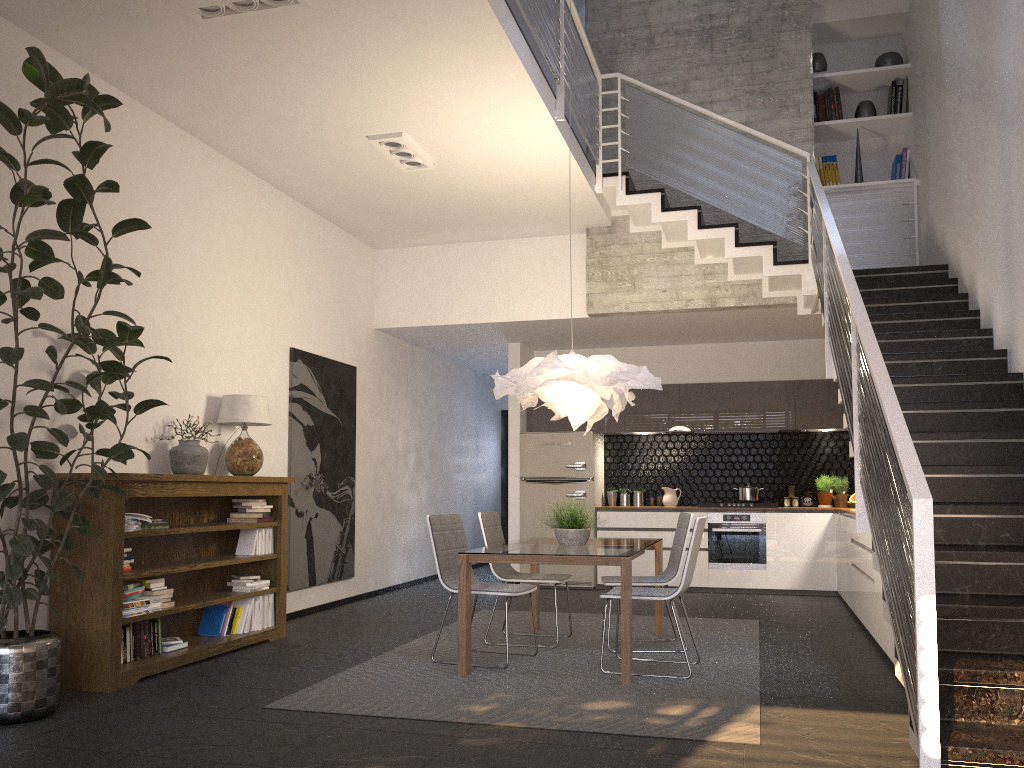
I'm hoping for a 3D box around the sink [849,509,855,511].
[{"bbox_3d":[3.348,1.065,8.016,0.490,0.447,0.726,-1,-6,15],"label":"sink"}]

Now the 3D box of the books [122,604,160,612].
[{"bbox_3d":[-2.202,1.277,5.066,0.219,0.008,0.289,-3,-7,21],"label":"books"}]

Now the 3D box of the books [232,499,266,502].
[{"bbox_3d":[-1.903,0.844,6.413,0.205,0.022,0.156,0,-7,0],"label":"books"}]

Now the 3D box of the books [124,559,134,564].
[{"bbox_3d":[-2.295,1.017,5.050,0.174,0.019,0.245,0,-7,0],"label":"books"}]

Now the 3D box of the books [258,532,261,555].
[{"bbox_3d":[-1.858,1.142,6.345,0.120,0.158,0.016,-1,-4,15],"label":"books"}]

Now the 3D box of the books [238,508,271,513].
[{"bbox_3d":[-1.871,0.914,6.423,0.179,0.029,0.226,4,-8,-32],"label":"books"}]

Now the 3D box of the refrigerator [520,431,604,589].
[{"bbox_3d":[0.565,1.411,9.963,0.829,1.705,0.772,-1,-4,15],"label":"refrigerator"}]

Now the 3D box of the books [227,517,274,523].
[{"bbox_3d":[-1.876,0.974,6.355,0.230,0.034,0.287,-1,-7,8],"label":"books"}]

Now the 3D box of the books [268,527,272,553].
[{"bbox_3d":[-1.822,1.143,6.478,0.136,0.188,0.018,-1,-4,15],"label":"books"}]

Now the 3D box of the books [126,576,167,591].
[{"bbox_3d":[-2.216,1.205,5.357,0.217,0.069,0.158,-3,-7,25],"label":"books"}]

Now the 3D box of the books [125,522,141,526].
[{"bbox_3d":[-2.285,0.802,5.076,0.252,0.011,0.320,0,-7,-3],"label":"books"}]

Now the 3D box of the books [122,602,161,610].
[{"bbox_3d":[-2.198,1.267,5.070,0.219,0.008,0.289,-2,-7,19],"label":"books"}]

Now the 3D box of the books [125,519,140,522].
[{"bbox_3d":[-2.294,0.781,5.078,0.252,0.011,0.320,2,-7,-13],"label":"books"}]

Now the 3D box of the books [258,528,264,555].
[{"bbox_3d":[-1.846,1.129,6.360,0.136,0.188,0.018,-1,-4,15],"label":"books"}]

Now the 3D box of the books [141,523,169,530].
[{"bbox_3d":[-2.210,0.850,5.298,0.179,0.034,0.244,-2,-7,18],"label":"books"}]

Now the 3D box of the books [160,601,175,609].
[{"bbox_3d":[-2.194,1.331,5.339,0.243,0.034,0.180,-2,-7,17],"label":"books"}]

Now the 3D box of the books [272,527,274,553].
[{"bbox_3d":[-1.814,1.146,6.501,0.135,0.189,0.031,-1,-4,15],"label":"books"}]

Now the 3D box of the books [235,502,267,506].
[{"bbox_3d":[-1.896,0.866,6.411,0.175,0.023,0.244,4,-8,-29],"label":"books"}]

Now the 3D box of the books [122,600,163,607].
[{"bbox_3d":[-2.197,1.253,5.074,0.218,0.008,0.306,-2,-7,19],"label":"books"}]

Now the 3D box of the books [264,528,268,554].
[{"bbox_3d":[-1.835,1.137,6.425,0.135,0.188,0.015,-1,-4,15],"label":"books"}]

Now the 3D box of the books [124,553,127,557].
[{"bbox_3d":[-2.293,0.973,5.051,0.147,0.023,0.222,4,-8,-33],"label":"books"}]

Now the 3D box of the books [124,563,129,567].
[{"bbox_3d":[-2.295,1.038,5.054,0.155,0.022,0.206,1,-7,-4],"label":"books"}]

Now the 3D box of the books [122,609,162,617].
[{"bbox_3d":[-2.197,1.303,5.061,0.218,0.007,0.306,-2,-7,20],"label":"books"}]

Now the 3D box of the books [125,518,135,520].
[{"bbox_3d":[-2.298,0.770,5.071,0.252,0.011,0.320,1,-7,-8],"label":"books"}]

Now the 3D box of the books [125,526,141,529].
[{"bbox_3d":[-2.279,0.827,5.101,0.252,0.011,0.320,2,-7,-15],"label":"books"}]

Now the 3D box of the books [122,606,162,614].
[{"bbox_3d":[-2.196,1.287,5.062,0.219,0.013,0.306,-2,-7,20],"label":"books"}]

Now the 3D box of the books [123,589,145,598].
[{"bbox_3d":[-2.260,1.205,5.111,0.175,0.023,0.250,0,-7,1],"label":"books"}]

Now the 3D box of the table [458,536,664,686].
[{"bbox_3d":[0.407,1.422,5.865,0.997,0.711,1.807,-2,-7,15],"label":"table"}]

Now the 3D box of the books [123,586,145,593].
[{"bbox_3d":[-2.275,1.188,5.122,0.192,0.014,0.256,0,-7,4],"label":"books"}]

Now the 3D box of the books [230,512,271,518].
[{"bbox_3d":[0.224,-2.212,7.972,5.400,6.683,0.361,3,-5,-34],"label":"books"}]

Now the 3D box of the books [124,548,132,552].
[{"bbox_3d":[-2.295,0.953,5.059,0.155,0.020,0.206,0,-7,0],"label":"books"}]

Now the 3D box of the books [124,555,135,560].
[{"bbox_3d":[-2.295,0.995,5.043,0.162,0.023,0.232,-2,-7,16],"label":"books"}]

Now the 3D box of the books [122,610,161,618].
[{"bbox_3d":[-2.197,1.310,5.062,0.218,0.008,0.306,-2,-7,15],"label":"books"}]

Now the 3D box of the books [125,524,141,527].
[{"bbox_3d":[-2.283,0.818,5.119,0.253,0.011,0.320,2,-7,-18],"label":"books"}]

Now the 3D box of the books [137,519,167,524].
[{"bbox_3d":[-2.207,0.821,5.290,0.166,0.023,0.228,-2,-7,19],"label":"books"}]

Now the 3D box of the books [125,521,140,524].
[{"bbox_3d":[-2.283,0.793,5.093,0.252,0.011,0.320,2,-7,-13],"label":"books"}]

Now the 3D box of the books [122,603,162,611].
[{"bbox_3d":[-2.200,1.272,5.074,0.218,0.006,0.306,-2,-7,20],"label":"books"}]

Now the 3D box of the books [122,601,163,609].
[{"bbox_3d":[-2.195,1.260,5.073,0.218,0.008,0.306,-2,-7,19],"label":"books"}]

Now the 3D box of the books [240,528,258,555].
[{"bbox_3d":[-1.879,1.126,6.331,0.136,0.188,0.018,-1,-4,15],"label":"books"}]

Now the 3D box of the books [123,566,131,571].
[{"bbox_3d":[-2.300,1.060,5.054,0.158,0.021,0.225,0,-7,0],"label":"books"}]

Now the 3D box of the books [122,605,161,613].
[{"bbox_3d":[-2.202,1.282,5.065,0.219,0.008,0.289,-3,-7,21],"label":"books"}]

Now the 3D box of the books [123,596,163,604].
[{"bbox_3d":[-2.200,1.237,5.078,0.219,0.013,0.306,-2,-7,20],"label":"books"}]

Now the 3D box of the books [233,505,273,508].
[{"bbox_3d":[-1.880,0.890,6.424,0.244,0.019,0.175,-6,-9,40],"label":"books"}]

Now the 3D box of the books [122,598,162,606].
[{"bbox_3d":[-2.201,1.246,5.076,0.218,0.008,0.306,-2,-7,20],"label":"books"}]

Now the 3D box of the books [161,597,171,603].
[{"bbox_3d":[-2.203,1.302,5.337,0.227,0.023,0.167,-2,-7,13],"label":"books"}]

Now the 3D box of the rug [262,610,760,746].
[{"bbox_3d":[0.398,1.772,5.828,2.371,0.006,3.702,-2,-7,15],"label":"rug"}]

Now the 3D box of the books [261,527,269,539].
[{"bbox_3d":[-1.842,1.142,6.464,0.136,0.188,0.018,-1,-4,15],"label":"books"}]

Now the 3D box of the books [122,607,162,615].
[{"bbox_3d":[-2.197,1.295,5.063,0.219,0.008,0.306,-2,-7,20],"label":"books"}]

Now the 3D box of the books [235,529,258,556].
[{"bbox_3d":[-1.878,1.121,6.272,0.135,0.181,0.078,-1,-4,15],"label":"books"}]

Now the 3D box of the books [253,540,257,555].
[{"bbox_3d":[-1.873,1.136,6.290,0.120,0.157,0.056,-1,-4,15],"label":"books"}]

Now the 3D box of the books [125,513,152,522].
[{"bbox_3d":[-2.285,0.766,5.151,0.273,0.108,0.323,5,-8,-39],"label":"books"}]

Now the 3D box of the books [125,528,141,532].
[{"bbox_3d":[-2.275,0.836,5.091,0.252,0.011,0.320,1,-7,-11],"label":"books"}]

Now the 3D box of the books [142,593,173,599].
[{"bbox_3d":[-2.208,1.280,5.352,0.243,0.023,0.175,-3,-7,22],"label":"books"}]

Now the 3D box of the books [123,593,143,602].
[{"bbox_3d":[-2.260,1.228,5.109,0.175,0.023,0.250,0,-7,-4],"label":"books"}]

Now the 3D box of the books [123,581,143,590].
[{"bbox_3d":[-2.277,1.167,5.122,0.193,0.028,0.247,1,-7,-4],"label":"books"}]

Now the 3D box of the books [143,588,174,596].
[{"bbox_3d":[-2.198,1.254,5.355,0.225,0.029,0.180,-2,-7,18],"label":"books"}]
